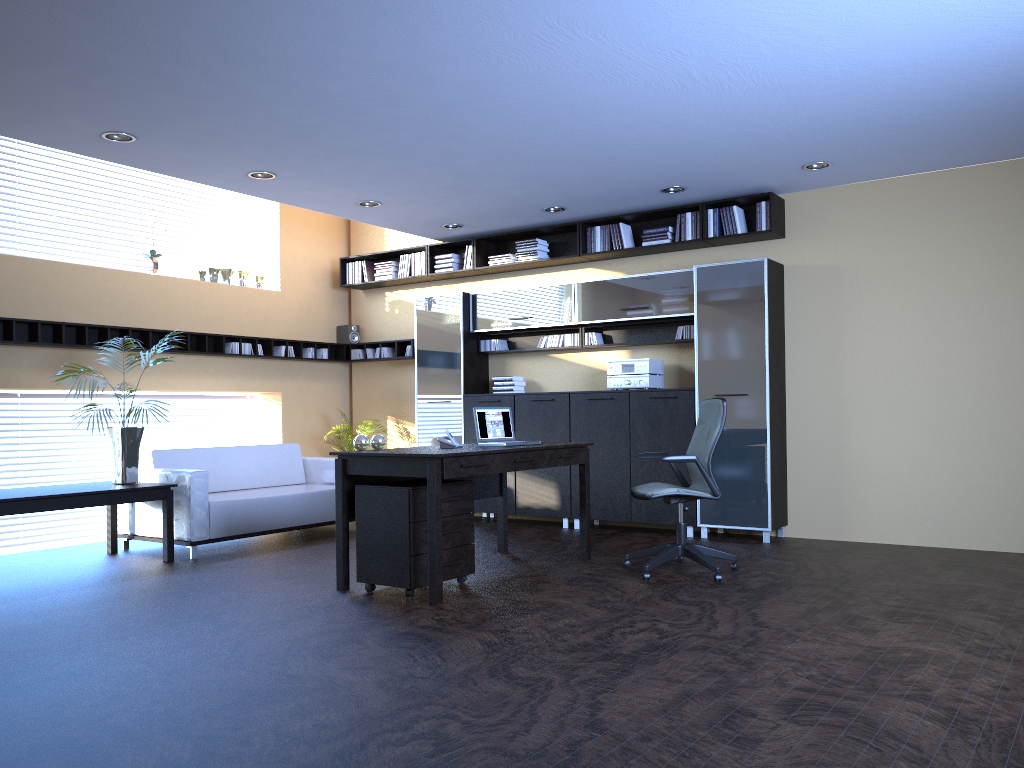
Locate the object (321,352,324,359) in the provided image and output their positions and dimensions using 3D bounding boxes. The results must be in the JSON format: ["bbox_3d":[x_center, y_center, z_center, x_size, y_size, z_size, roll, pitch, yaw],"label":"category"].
[{"bbox_3d":[-2.253,-0.350,10.343,0.142,0.120,0.009,-2,-1,34],"label":"object"}]

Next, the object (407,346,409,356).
[{"bbox_3d":[-1.136,-0.373,10.097,0.030,0.120,0.142,-1,-1,34],"label":"object"}]

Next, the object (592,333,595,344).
[{"bbox_3d":[0.834,-0.443,8.745,0.030,0.120,0.142,-1,-1,35],"label":"object"}]

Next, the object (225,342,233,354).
[{"bbox_3d":[-2.982,-0.373,9.276,0.142,0.118,0.040,-2,-1,34],"label":"object"}]

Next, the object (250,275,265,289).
[{"bbox_3d":[-2.831,-1.123,9.853,0.117,0.149,0.124,-1,-1,35],"label":"object"}]

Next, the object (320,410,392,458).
[{"bbox_3d":[-1.752,0.867,10.093,0.840,1.240,0.689,0,-1,-22],"label":"object"}]

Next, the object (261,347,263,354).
[{"bbox_3d":[-2.756,-0.366,9.605,0.140,0.116,0.036,-2,-1,35],"label":"object"}]

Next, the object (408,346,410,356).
[{"bbox_3d":[-1.128,-0.373,10.092,0.030,0.120,0.142,-1,-1,34],"label":"object"}]

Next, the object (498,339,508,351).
[{"bbox_3d":[-0.093,-0.409,9.380,0.040,0.118,0.142,-1,-1,34],"label":"object"}]

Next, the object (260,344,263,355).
[{"bbox_3d":[-2.758,-0.366,9.605,0.142,0.118,0.040,-2,-1,34],"label":"object"}]

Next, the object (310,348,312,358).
[{"bbox_3d":[-2.358,-0.354,10.182,0.140,0.117,0.026,-2,-1,34],"label":"object"}]

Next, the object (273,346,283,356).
[{"bbox_3d":[-2.601,-0.361,9.832,0.142,0.118,0.040,-2,-1,34],"label":"object"}]

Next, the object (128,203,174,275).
[{"bbox_3d":[-3.548,-1.420,8.821,0.351,0.695,0.437,-1,-1,14],"label":"object"}]

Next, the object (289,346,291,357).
[{"bbox_3d":[-2.532,-0.359,9.932,0.142,0.120,0.030,-2,-1,34],"label":"object"}]

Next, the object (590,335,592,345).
[{"bbox_3d":[0.801,-0.443,8.770,0.009,0.120,0.142,-1,-1,34],"label":"object"}]

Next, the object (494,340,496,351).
[{"bbox_3d":[-0.147,-0.409,9.420,0.009,0.120,0.142,-1,-1,34],"label":"object"}]

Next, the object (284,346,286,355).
[{"bbox_3d":[-2.580,-0.361,9.874,0.142,0.120,0.030,-2,-1,34],"label":"object"}]

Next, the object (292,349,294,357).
[{"bbox_3d":[-2.511,-0.359,9.956,0.140,0.117,0.026,-2,-1,34],"label":"object"}]

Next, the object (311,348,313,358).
[{"bbox_3d":[-2.345,-0.353,10.199,0.142,0.120,0.030,-2,-1,34],"label":"object"}]

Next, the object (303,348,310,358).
[{"bbox_3d":[-2.376,-0.353,10.164,0.142,0.118,0.040,-2,-1,34],"label":"object"}]

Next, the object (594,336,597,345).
[{"bbox_3d":[0.845,-0.444,8.743,0.030,0.120,0.142,-1,-1,35],"label":"object"}]

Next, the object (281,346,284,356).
[{"bbox_3d":[-2.596,-0.361,9.847,0.142,0.120,0.030,-2,-1,34],"label":"object"}]

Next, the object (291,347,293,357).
[{"bbox_3d":[-2.520,-0.359,9.949,0.142,0.120,0.030,-2,-1,34],"label":"object"}]

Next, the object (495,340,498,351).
[{"bbox_3d":[-0.123,-0.409,9.400,0.030,0.120,0.142,-1,-1,34],"label":"object"}]

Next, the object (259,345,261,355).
[{"bbox_3d":[-2.773,-0.367,9.585,0.142,0.120,0.030,-2,-1,34],"label":"object"}]

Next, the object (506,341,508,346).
[{"bbox_3d":[-0.089,-0.409,9.384,0.036,0.116,0.140,-1,-1,34],"label":"object"}]

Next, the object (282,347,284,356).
[{"bbox_3d":[-2.589,-0.361,9.855,0.142,0.120,0.030,-2,-1,34],"label":"object"}]

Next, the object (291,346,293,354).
[{"bbox_3d":[-2.515,-0.359,9.958,0.142,0.120,0.030,-2,-1,34],"label":"object"}]

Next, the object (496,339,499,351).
[{"bbox_3d":[-0.112,-0.410,9.397,0.030,0.120,0.142,-1,-1,34],"label":"object"}]

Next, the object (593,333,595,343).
[{"bbox_3d":[0.844,-0.444,8.740,0.026,0.117,0.140,-1,-1,35],"label":"object"}]

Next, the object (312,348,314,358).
[{"bbox_3d":[-2.336,-0.353,10.218,0.142,0.120,0.009,-2,-1,34],"label":"object"}]

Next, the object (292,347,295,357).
[{"bbox_3d":[-2.507,-0.357,9.971,0.142,0.118,0.040,-2,-1,34],"label":"object"}]

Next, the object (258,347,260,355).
[{"bbox_3d":[-2.779,-0.368,9.565,0.140,0.117,0.026,-2,-1,35],"label":"object"}]

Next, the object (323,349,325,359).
[{"bbox_3d":[-2.243,-0.350,10.348,0.142,0.120,0.009,-2,-1,34],"label":"object"}]

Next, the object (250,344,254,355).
[{"bbox_3d":[-2.832,-0.368,9.498,0.142,0.118,0.040,-2,-1,35],"label":"object"}]

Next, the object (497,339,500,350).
[{"bbox_3d":[-0.107,-0.410,9.385,0.030,0.120,0.142,-1,-1,34],"label":"object"}]

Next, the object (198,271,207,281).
[{"bbox_3d":[-3.237,-1.119,9.261,0.089,0.113,0.094,0,-1,-20],"label":"object"}]

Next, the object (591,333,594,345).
[{"bbox_3d":[0.825,-0.443,8.751,0.030,0.120,0.142,-1,-1,35],"label":"object"}]

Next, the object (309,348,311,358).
[{"bbox_3d":[-2.369,-0.354,10.177,0.142,0.120,0.030,-2,-1,34],"label":"object"}]

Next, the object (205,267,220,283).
[{"bbox_3d":[-3.163,-1.139,9.370,0.133,0.159,0.126,0,-1,-35],"label":"object"}]

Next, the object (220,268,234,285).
[{"bbox_3d":[-3.064,-1.143,9.519,0.137,0.173,0.144,-1,-1,-5],"label":"object"}]

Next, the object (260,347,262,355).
[{"bbox_3d":[-2.767,-0.367,9.594,0.140,0.117,0.026,-2,-1,34],"label":"object"}]

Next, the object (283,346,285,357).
[{"bbox_3d":[-2.585,-0.361,9.864,0.140,0.117,0.026,-2,-1,34],"label":"object"}]

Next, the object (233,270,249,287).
[{"bbox_3d":[-2.960,-1.139,9.665,0.137,0.173,0.144,-1,-1,25],"label":"object"}]

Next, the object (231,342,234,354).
[{"bbox_3d":[-2.967,-0.374,9.296,0.142,0.120,0.009,-2,-1,35],"label":"object"}]

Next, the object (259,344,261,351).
[{"bbox_3d":[-2.769,-0.367,9.595,0.142,0.120,0.030,-2,-1,34],"label":"object"}]

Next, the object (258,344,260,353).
[{"bbox_3d":[-2.776,-0.368,9.574,0.142,0.120,0.030,-2,-1,34],"label":"object"}]

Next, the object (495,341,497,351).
[{"bbox_3d":[-0.132,-0.409,9.404,0.026,0.117,0.140,-1,-1,35],"label":"object"}]

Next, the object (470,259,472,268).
[{"bbox_3d":[-0.361,-1.344,9.471,0.075,0.259,0.207,-1,-1,34],"label":"object"}]

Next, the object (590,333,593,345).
[{"bbox_3d":[0.819,-0.443,8.759,0.026,0.117,0.140,-1,-1,34],"label":"object"}]

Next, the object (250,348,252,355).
[{"bbox_3d":[-2.834,-0.368,9.499,0.142,0.122,0.041,-2,-1,34],"label":"object"}]

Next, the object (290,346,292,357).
[{"bbox_3d":[-2.523,-0.359,9.939,0.142,0.120,0.030,-2,-1,34],"label":"object"}]

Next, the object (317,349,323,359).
[{"bbox_3d":[-2.263,-0.350,10.320,0.142,0.118,0.040,-2,-1,34],"label":"object"}]

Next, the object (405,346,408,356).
[{"bbox_3d":[-1.157,-0.371,10.112,0.040,0.118,0.142,-1,-1,34],"label":"object"}]
